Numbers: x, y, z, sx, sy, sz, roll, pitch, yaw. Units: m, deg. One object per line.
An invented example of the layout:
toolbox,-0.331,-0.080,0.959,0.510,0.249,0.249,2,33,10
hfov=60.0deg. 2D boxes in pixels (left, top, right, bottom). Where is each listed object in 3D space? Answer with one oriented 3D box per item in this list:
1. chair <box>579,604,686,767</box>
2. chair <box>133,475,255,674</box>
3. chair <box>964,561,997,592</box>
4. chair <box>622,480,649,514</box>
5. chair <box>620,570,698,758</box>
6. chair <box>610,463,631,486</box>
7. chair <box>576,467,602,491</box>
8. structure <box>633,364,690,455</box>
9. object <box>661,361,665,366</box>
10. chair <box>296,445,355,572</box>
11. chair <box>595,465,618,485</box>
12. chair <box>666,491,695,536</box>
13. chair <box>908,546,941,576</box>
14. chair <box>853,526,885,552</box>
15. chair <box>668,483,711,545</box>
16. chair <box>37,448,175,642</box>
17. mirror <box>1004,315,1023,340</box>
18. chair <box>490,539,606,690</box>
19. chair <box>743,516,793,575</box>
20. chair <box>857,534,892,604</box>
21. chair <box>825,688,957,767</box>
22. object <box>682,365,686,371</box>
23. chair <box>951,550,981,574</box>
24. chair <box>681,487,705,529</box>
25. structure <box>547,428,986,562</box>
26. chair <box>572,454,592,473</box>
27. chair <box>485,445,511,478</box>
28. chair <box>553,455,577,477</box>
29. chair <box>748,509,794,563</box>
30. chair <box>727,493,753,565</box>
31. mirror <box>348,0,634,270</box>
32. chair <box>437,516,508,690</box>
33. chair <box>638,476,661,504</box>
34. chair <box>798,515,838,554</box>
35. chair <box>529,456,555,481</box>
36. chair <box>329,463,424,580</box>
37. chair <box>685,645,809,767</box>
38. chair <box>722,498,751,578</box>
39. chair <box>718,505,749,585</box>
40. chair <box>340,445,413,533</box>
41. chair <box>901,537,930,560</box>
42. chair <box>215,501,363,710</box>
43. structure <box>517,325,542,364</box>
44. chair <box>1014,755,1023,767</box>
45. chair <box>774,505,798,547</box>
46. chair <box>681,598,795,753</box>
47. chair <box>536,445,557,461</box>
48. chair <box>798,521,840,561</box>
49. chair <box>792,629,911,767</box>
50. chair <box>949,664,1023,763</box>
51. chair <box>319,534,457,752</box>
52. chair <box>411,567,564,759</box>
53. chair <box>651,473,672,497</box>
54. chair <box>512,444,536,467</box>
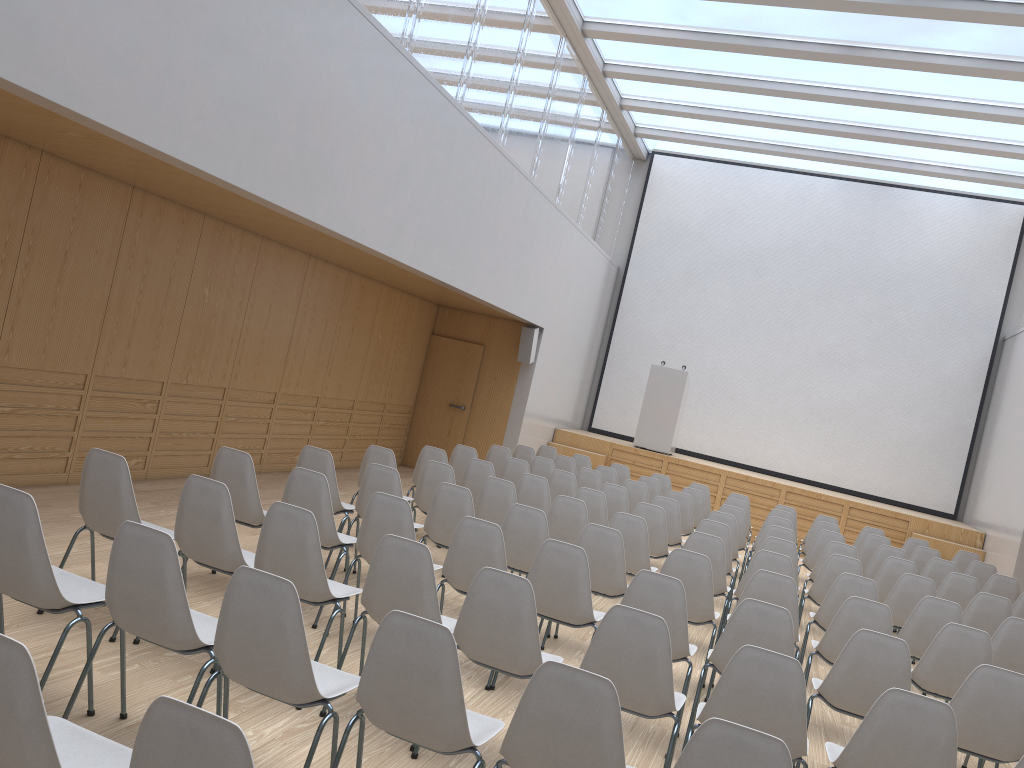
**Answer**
chair,0.480,1.331,3.731,0.478,0.876,0.506,13,1,18
chair,-1.444,0.885,4.395,0.478,0.876,0.506,13,1,18
chair,4.953,2.322,9.570,0.478,0.876,0.506,13,1,18
chair,1.315,1.485,9.741,0.478,0.876,0.506,13,1,18
chair,0.715,1.380,4.619,0.478,0.876,0.506,13,1,18
chair,1.395,1.490,11.795,0.478,0.876,0.506,13,1,18
chair,0.839,1.374,9.949,0.478,0.876,0.506,13,1,18
structure,2.477,0.430,14.558,0.605,1.379,0.605,13,1,18
object,2.457,-0.234,14.538,0.166,0.305,0.252,13,0,-10
chair,-1.374,0.888,6.425,0.478,0.876,0.506,13,1,18
chair,1.113,1.431,10.837,0.478,0.876,0.506,13,1,18
chair,1.760,1.588,9.615,0.478,0.876,0.506,13,1,18
chair,4.472,2.210,9.791,0.478,0.876,0.506,13,1,18
chair,4.324,2.169,10.871,0.478,0.876,0.506,13,1,18
chair,2.379,1.718,11.542,0.478,0.876,0.506,13,1,18
chair,-1.958,0.766,4.493,0.478,0.876,0.506,13,1,18
mirror,5.730,-2.270,6.001,0.253,2.090,17.830,13,0,18
chair,0.260,1.273,4.884,0.478,0.876,0.506,13,1,18
chair,2.729,1.812,9.315,0.478,0.876,0.506,13,1,18
chair,3.981,2.097,9.891,0.478,0.876,0.506,13,1,18
chair,1.440,1.554,3.414,0.478,0.876,0.506,13,1,18
object,2.779,-0.159,14.432,0.166,0.305,0.252,13,0,-10
chair,5.296,2.395,10.550,0.478,0.876,0.506,13,1,18
chair,2.083,1.656,10.517,0.478,0.876,0.506,13,1,18
structure,3.821,1.976,14.268,6.550,1.027,2.729,13,0,18
chair,0.903,1.376,11.914,0.478,0.876,0.506,13,1,18
chair,-0.146,1.145,10.263,0.478,0.876,0.506,13,1,18
chair,0.636,1.320,11.037,0.478,0.876,0.506,13,1,18
chair,3.037,1.877,10.274,0.478,0.876,0.506,13,1,18
chair,2.834,1.823,11.342,0.478,0.876,0.506,13,1,18
mirror,-0.567,-3.731,8.079,0.253,2.090,17.830,13,0,18
chair,-0.181,1.171,5.000,0.478,0.876,0.506,13,1,18
chair,1.615,1.547,10.733,0.478,0.876,0.506,13,1,18
chair,3.832,2.055,11.053,0.478,0.876,0.506,13,1,18
chair,0.337,1.258,10.042,0.478,0.876,0.506,13,1,18
chair,-0.893,0.999,6.286,0.478,0.876,0.506,13,1,18
chair,0.950,1.440,3.555,0.478,0.876,0.506,13,1,18
chair,2.559,1.766,10.402,0.478,0.876,0.506,13,1,18
chair,2.256,1.703,9.366,0.478,0.876,0.506,13,1,18
chair,-1.073,0.951,7.397,0.478,0.876,0.506,13,1,18
chair,4.800,2.280,10.743,0.478,0.876,0.506,13,1,18
chair,-1.002,0.987,4.220,0.478,0.876,0.506,13,1,18
structure,0.239,-0.566,12.738,0.196,0.542,0.368,13,1,18
chair,1.926,1.667,3.283,0.478,0.876,0.506,13,1,18
chair,3.355,1.945,11.148,0.478,0.876,0.506,13,1,18
chair,1.205,1.493,4.500,0.478,0.876,0.506,13,1,18
chair,0.470,1.275,12.143,0.478,0.876,0.506,13,1,18
chair,3.500,1.985,10.092,0.478,0.876,0.506,13,1,18
chair,1.717,1.611,4.393,0.478,0.876,0.506,13,1,18
chair,2.194,1.722,4.217,0.478,0.876,0.506,13,1,18
chair,-0.475,1.110,4.065,0.478,0.876,0.506,13,1,18
chair,-0.044,1.210,3.862,0.478,0.876,0.506,13,1,18
chair,1.907,1.608,11.669,0.478,0.876,0.506,13,1,18
chair,0.154,1.208,11.226,0.478,0.876,0.506,13,1,18
